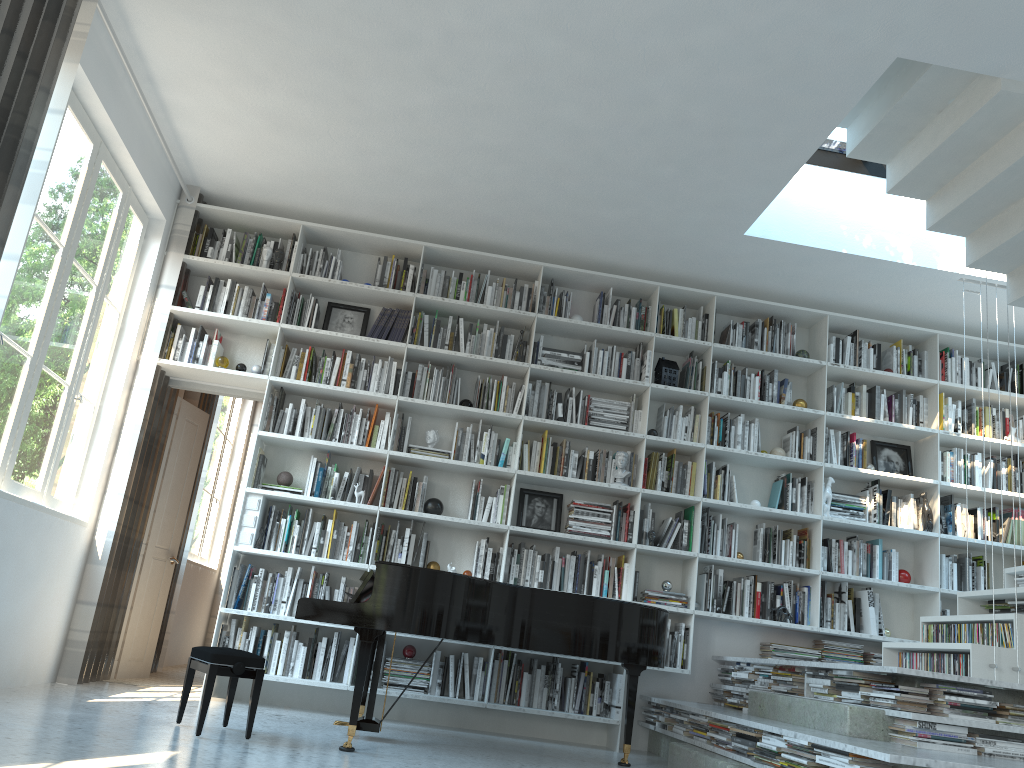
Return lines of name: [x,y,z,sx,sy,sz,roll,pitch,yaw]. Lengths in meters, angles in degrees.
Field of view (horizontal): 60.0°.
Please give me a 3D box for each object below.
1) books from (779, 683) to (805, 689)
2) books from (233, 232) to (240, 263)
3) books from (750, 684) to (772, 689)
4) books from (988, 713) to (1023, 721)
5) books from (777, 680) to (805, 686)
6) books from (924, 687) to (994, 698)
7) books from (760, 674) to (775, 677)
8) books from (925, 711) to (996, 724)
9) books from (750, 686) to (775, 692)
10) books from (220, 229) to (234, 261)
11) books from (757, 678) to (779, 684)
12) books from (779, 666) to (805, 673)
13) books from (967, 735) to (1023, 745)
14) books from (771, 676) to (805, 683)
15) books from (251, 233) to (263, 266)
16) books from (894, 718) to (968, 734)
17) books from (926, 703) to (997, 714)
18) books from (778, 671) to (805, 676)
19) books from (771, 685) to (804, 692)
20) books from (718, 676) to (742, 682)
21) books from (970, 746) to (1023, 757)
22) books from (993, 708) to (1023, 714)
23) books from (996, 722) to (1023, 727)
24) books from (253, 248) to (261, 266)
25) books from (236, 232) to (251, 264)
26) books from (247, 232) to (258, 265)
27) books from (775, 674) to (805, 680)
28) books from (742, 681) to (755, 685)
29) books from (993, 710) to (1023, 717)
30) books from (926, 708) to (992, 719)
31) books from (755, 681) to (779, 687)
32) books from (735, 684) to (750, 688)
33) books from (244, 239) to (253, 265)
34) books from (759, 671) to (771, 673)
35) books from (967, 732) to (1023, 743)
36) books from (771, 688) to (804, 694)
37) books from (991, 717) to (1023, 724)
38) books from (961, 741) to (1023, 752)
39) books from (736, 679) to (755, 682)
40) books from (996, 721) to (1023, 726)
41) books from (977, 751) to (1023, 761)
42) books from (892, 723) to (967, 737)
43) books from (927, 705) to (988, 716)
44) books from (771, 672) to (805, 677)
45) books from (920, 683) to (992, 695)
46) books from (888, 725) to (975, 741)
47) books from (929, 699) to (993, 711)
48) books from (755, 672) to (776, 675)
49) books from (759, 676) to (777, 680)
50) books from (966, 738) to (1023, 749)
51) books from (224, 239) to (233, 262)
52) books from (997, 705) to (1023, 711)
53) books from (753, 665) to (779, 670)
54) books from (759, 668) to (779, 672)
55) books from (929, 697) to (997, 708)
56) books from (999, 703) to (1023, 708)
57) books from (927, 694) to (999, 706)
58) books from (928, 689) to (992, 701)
books: [1.602,1.687,4.931,0.138,0.017,0.238,9,-17,-6]
books: [-1.907,-0.891,6.134,0.057,0.262,0.191,9,-16,-5]
books: [1.535,1.785,5.197,0.190,0.012,0.236,10,-17,-7]
books: [2.225,1.469,3.894,0.214,0.015,0.177,9,-17,-4]
books: [1.592,1.669,4.935,0.159,0.018,0.203,10,-17,-7]
books: [1.959,1.353,3.894,0.228,0.009,0.159,10,-17,-9]
books: [1.564,1.725,5.217,0.144,0.013,0.221,8,-17,-2]
books: [1.947,1.450,3.861,0.216,0.015,0.178,10,-17,-7]
books: [1.538,1.797,5.194,0.183,0.012,0.297,9,-17,-6]
books: [-1.969,-0.906,6.147,0.028,0.282,0.190,9,-16,-5]
books: [1.560,1.752,5.209,0.154,0.018,0.221,9,-17,-6]
books: [1.604,1.599,4.955,0.139,0.028,0.262,8,-17,0]
books: [2.029,1.502,3.747,0.242,0.005,0.153,9,-17,-4]
books: [1.586,1.651,4.939,0.179,0.017,0.294,9,-17,-4]
books: [-1.783,-0.887,6.181,0.029,0.313,0.129,9,-16,-5]
books: [1.754,1.433,3.719,0.234,0.025,0.158,11,-17,-10]
books: [1.952,1.412,3.867,0.215,0.013,0.190,9,-17,-6]
books: [1.612,1.620,4.951,0.128,0.013,0.297,10,-17,-7]
books: [1.578,1.698,4.925,0.178,0.014,0.248,10,-17,-7]
books: [1.468,1.927,5.773,0.175,0.017,0.266,8,-17,-2]
books: [2.026,1.538,3.720,0.232,0.019,0.170,11,-17,-10]
books: [2.228,1.445,3.909,0.179,0.010,0.160,8,-17,-3]
books: [2.222,1.497,3.882,0.291,0.007,0.174,8,-17,-2]
books: [-1.764,-0.826,6.156,0.024,0.187,0.160,9,-16,-5]
books: [-1.860,-0.888,6.156,0.039,0.282,0.182,9,-16,-5]
books: [-1.803,-0.889,6.168,0.014,0.303,0.146,9,-16,-5]
books: [1.590,1.638,4.943,0.161,0.012,0.255,8,-17,-1]
books: [1.527,1.864,5.493,0.131,0.021,0.241,8,-17,-3]
books: [2.229,1.451,3.884,0.273,0.014,0.188,11,-17,-10]
books: [1.947,1.440,3.878,0.227,0.012,0.149,10,-17,-7]
books: [1.546,1.770,5.202,0.164,0.023,0.243,8,-17,-1]
books: [1.506,1.879,5.486,0.173,0.016,0.234,9,-17,-6]
books: [-1.830,-0.866,6.173,0.030,0.257,0.130,9,-16,-5]
books: [1.565,1.706,5.222,0.160,0.010,0.180,9,-17,-5]
books: [2.030,1.494,3.752,0.220,0.013,0.149,9,-17,-6]
books: [1.570,1.709,4.921,0.182,0.011,0.254,8,-17,-1]
books: [2.222,1.487,3.905,0.294,0.014,0.134,10,-17,-8]
books: [2.027,1.525,3.734,0.272,0.012,0.159,10,-17,-7]
books: [1.516,1.847,5.496,0.152,0.009,0.260,10,-17,-8]
books: [2.223,1.491,3.883,0.287,0.005,0.165,8,-17,0]
books: [2.022,1.558,3.729,0.208,0.015,0.153,10,-17,-7]
books: [1.750,1.453,3.727,0.257,0.010,0.132,8,-17,-1]
books: [1.948,1.430,3.887,0.207,0.012,0.132,10,-17,-9]
books: [1.585,1.626,4.945,0.187,0.009,0.261,9,-17,-6]
books: [1.958,1.347,3.917,0.261,0.016,0.129,9,-17,-6]
books: [1.750,1.461,3.712,0.292,0.012,0.160,8,-17,-2]
books: [1.953,1.403,3.881,0.210,0.012,0.168,9,-17,-4]
books: [1.558,1.714,5.219,0.167,0.008,0.235,9,-17,-6]
books: [1.565,1.738,5.214,0.150,0.013,0.216,9,-17,-5]
books: [2.027,1.514,3.749,0.211,0.018,0.135,8,-17,-2]
books: [-1.944,-0.868,6.129,0.030,0.205,0.176,9,-16,-5]
books: [2.230,1.433,3.907,0.246,0.013,0.173,9,-17,-6]
books: [1.555,1.680,5.228,0.165,0.015,0.243,10,-17,-10]
books: [1.566,1.695,5.225,0.149,0.013,0.220,8,-17,-2]
books: [1.954,1.394,3.887,0.260,0.009,0.153,8,-17,-2]
books: [2.232,1.420,3.904,0.203,0.011,0.174,11,-17,-10]
books: [1.958,1.377,3.869,0.230,0.015,0.190,8,-17,0]
books: [1.957,1.368,3.898,0.221,0.018,0.154,9,-17,-4]
